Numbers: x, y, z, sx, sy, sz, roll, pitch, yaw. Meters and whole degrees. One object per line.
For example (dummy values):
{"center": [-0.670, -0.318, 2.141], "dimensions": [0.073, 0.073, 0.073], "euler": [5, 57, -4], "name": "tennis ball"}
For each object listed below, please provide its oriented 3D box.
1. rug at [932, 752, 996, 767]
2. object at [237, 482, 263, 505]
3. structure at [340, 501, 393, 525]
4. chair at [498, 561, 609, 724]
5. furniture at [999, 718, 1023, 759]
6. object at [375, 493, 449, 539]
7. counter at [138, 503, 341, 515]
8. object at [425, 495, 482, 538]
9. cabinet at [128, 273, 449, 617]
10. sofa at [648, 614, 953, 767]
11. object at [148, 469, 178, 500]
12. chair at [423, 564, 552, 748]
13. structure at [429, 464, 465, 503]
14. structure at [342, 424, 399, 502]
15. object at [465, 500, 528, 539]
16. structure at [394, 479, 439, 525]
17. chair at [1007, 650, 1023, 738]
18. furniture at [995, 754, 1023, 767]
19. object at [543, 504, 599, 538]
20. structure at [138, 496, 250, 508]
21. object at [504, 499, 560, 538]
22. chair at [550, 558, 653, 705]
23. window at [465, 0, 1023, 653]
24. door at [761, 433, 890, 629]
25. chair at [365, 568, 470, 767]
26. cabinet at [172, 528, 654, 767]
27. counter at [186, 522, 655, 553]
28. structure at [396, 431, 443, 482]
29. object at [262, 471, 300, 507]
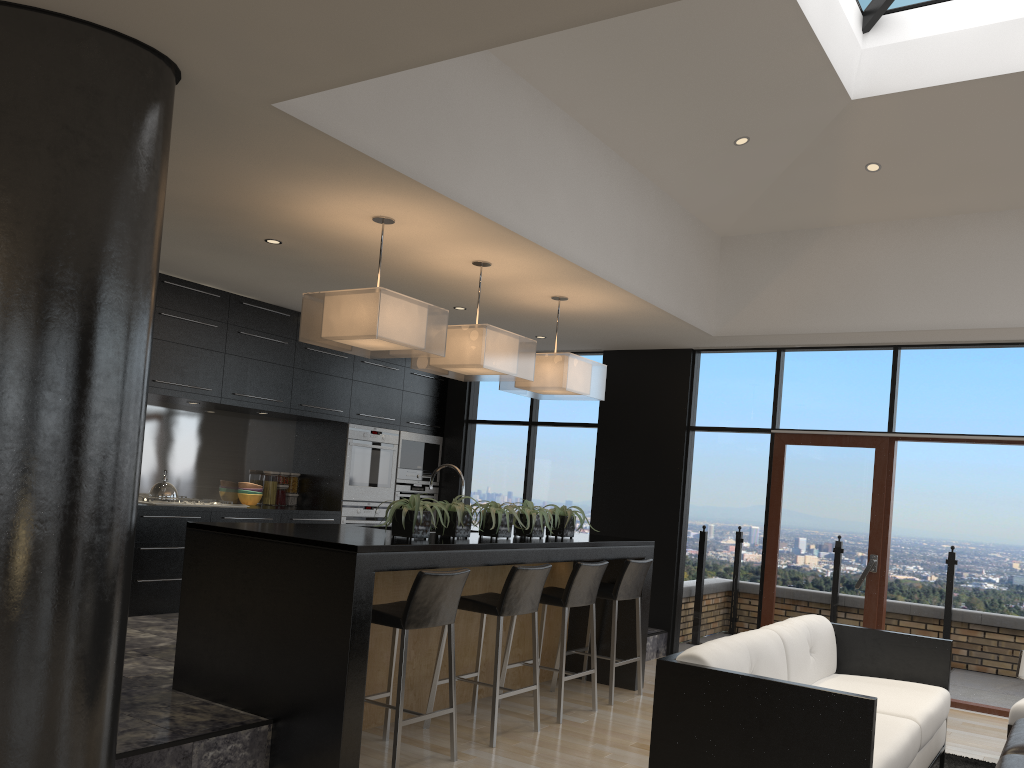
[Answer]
{"center": [2.235, 1.973, 3.608], "dimensions": [2.478, 0.011, 3.057], "euler": [0, -8, 34], "name": "rug"}
{"center": [-2.354, 0.987, 7.931], "dimensions": [0.185, 0.204, 0.206], "euler": [2, -5, 35], "name": "object"}
{"center": [-1.403, 1.481, 8.409], "dimensions": [0.085, 0.704, 0.706], "euler": [4, -4, 34], "name": "structure"}
{"center": [0.273, 1.570, 5.551], "dimensions": [0.518, 0.960, 0.479], "euler": [3, -3, 34], "name": "chair"}
{"center": [2.601, 1.791, 3.827], "dimensions": [0.826, 0.481, 0.834], "euler": [1, -6, 34], "name": "furniture"}
{"center": [-0.558, 0.679, 4.588], "dimensions": [0.408, 0.238, 0.398], "euler": [8, -6, -31], "name": "object"}
{"center": [-2.657, 0.982, 7.114], "dimensions": [0.729, 0.033, 2.884], "euler": [0, -8, 33], "name": "counter"}
{"center": [-0.312, 0.737, 4.916], "dimensions": [0.399, 0.238, 0.407], "euler": [8, -6, -31], "name": "object"}
{"center": [-2.600, 0.530, 7.111], "dimensions": [0.727, 2.511, 5.773], "euler": [3, -5, 34], "name": "cabinet"}
{"center": [1.444, 1.567, 4.072], "dimensions": [0.836, 0.799, 2.048], "euler": [2, -6, 34], "name": "sofa"}
{"center": [-2.700, 0.777, 6.854], "dimensions": [0.220, 0.229, 0.222], "euler": [3, -4, 26], "name": "object"}
{"center": [-0.110, 1.471, 4.967], "dimensions": [0.518, 0.960, 0.479], "euler": [3, -3, 34], "name": "chair"}
{"center": [-0.558, 1.008, 5.610], "dimensions": [0.654, 1.013, 2.798], "euler": [3, -6, 33], "name": "structure"}
{"center": [-1.346, 0.765, 8.425], "dimensions": [0.085, 0.704, 0.706], "euler": [4, -4, 34], "name": "structure"}
{"center": [-0.054, 0.810, 5.265], "dimensions": [0.408, 0.216, 0.398], "euler": [8, -6, -31], "name": "object"}
{"center": [-0.977, 1.209, 9.006], "dimensions": [0.070, 0.443, 0.683], "euler": [4, -5, 34], "name": "structure"}
{"center": [3.197, 1.861, 4.824], "dimensions": [0.804, 0.672, 0.689], "euler": [2, -5, 34], "name": "chair"}
{"center": [2.134, 1.670, 3.117], "dimensions": [0.826, 0.481, 0.834], "euler": [1, -6, 34], "name": "furniture"}
{"center": [0.315, 0.918, 5.935], "dimensions": [0.399, 0.216, 0.407], "euler": [8, -6, -31], "name": "object"}
{"center": [-2.639, 0.959, 7.103], "dimensions": [0.519, 0.066, 0.907], "euler": [0, -8, 33], "name": "structure"}
{"center": [0.152, 0.853, 5.580], "dimensions": [0.408, 0.238, 0.398], "euler": [8, -6, -31], "name": "object"}
{"center": [0.642, 1.666, 6.113], "dimensions": [0.518, 0.960, 0.479], "euler": [3, -3, 34], "name": "chair"}
{"center": [1.622, -0.891, 0.077], "dimensions": [10.108, 4.760, 16.018], "euler": [2, -7, 20], "name": "window"}
{"center": [2.495, 1.397, 7.130], "dimensions": [0.895, 1.985, 0.096], "euler": [3, -2, 34], "name": "door"}
{"center": [-0.542, 1.359, 4.311], "dimensions": [0.518, 0.960, 0.479], "euler": [3, -3, 34], "name": "chair"}
{"center": [-0.349, 1.468, 5.438], "dimensions": [1.177, 1.032, 3.139], "euler": [2, -7, 34], "name": "cabinet"}
{"center": [-0.307, 0.936, 5.449], "dimensions": [1.178, 0.031, 3.139], "euler": [0, -8, 33], "name": "counter"}
{"center": [-0.939, 0.748, 9.016], "dimensions": [0.026, 0.472, 0.681], "euler": [4, -5, 34], "name": "structure"}
{"center": [-2.163, 0.982, 8.258], "dimensions": [0.113, 0.314, 0.368], "euler": [3, -4, 34], "name": "object"}
